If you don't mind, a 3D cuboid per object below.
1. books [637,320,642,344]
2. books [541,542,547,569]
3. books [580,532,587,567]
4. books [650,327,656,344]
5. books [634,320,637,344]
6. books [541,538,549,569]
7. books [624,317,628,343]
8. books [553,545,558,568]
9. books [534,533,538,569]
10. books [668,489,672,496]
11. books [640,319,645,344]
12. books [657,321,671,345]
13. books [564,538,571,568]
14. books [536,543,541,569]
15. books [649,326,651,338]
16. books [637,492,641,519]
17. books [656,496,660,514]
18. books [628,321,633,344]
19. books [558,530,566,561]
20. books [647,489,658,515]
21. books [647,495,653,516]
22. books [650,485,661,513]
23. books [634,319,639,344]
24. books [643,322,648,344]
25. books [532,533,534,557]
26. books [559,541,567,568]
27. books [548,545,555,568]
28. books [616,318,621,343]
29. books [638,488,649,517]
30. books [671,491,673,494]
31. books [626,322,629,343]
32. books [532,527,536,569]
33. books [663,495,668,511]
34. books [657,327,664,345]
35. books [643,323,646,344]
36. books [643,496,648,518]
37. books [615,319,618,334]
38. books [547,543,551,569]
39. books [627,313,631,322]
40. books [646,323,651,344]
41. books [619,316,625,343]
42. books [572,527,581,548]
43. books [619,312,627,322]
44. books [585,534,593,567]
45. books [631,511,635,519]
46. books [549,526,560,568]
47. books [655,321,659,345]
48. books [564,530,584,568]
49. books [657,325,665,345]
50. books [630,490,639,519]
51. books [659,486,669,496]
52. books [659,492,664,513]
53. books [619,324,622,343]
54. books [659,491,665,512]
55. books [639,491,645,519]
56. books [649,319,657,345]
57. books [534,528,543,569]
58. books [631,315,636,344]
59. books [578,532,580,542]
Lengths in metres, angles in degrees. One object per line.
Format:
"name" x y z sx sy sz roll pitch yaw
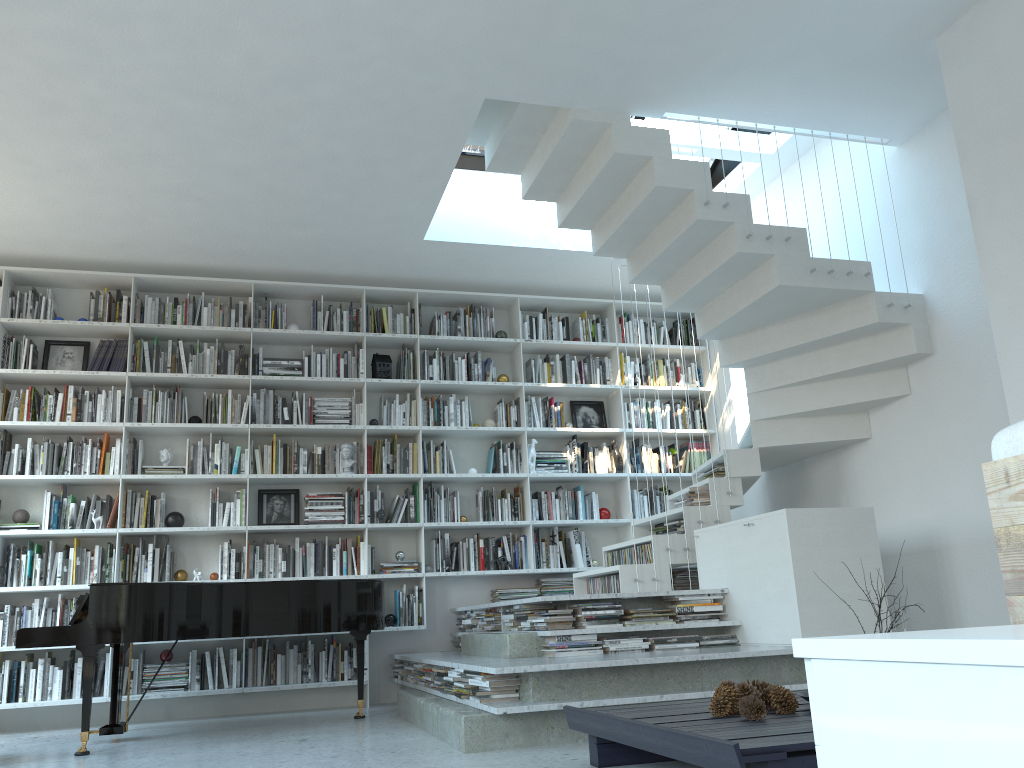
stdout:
"books" 1.080 -0.407 7.723 0.022 0.258 0.163 1 -15 -16
"books" 0.232 1.363 6.997 0.023 0.213 0.164 1 -15 -16
"books" 0.549 1.332 7.085 0.025 0.286 0.160 1 -15 -16
"books" 1.206 -0.378 7.756 0.026 0.207 0.163 1 -15 -16
"books" 1.036 -0.407 7.714 0.014 0.259 0.168 1 -15 -16
"books" 0.252 1.346 6.996 0.015 0.243 0.157 1 -15 -16
"books" 0.951 -0.419 7.670 0.012 0.268 0.185 1 -15 -16
"books" 0.324 1.378 7.014 0.024 0.184 0.149 1 -15 -16
"books" 0.168 1.326 6.989 0.015 0.286 0.138 1 -15 -16
"books" 1.303 1.020 7.411 0.012 0.253 0.161 1 -15 -16
"books" 1.105 -0.408 7.731 0.029 0.263 0.179 1 -15 -16
"books" 1.340 -0.405 7.813 0.069 0.276 0.132 1 -15 -16
"books" 0.422 1.354 7.050 0.031 0.239 0.172 1 -15 -16
"books" 0.190 1.365 6.997 0.033 0.213 0.140 1 -15 -16
"books" 1.183 -0.383 7.766 0.014 0.225 0.133 1 -15 -16
"books" 1.018 1.018 7.314 0.037 0.235 0.153 1 -15 -16
"books" 1.182 1.042 7.367 0.027 0.200 0.164 1 -15 -16
"books" 0.999 -0.403 7.691 0.023 0.243 0.183 1 -15 -16
"books" 0.396 1.327 7.069 0.010 0.303 0.132 1 -15 -16
"books" 1.149 1.010 7.335 0.027 0.248 0.184 1 -15 -16
"books" 1.118 1.036 7.347 0.025 0.207 0.149 1 -15 -16
"books" 1.200 0.996 7.384 0.013 0.296 0.141 1 -15 -16
"books" 1.055 -0.414 7.723 0.027 0.275 0.148 1 -15 -16
"books" 1.140 -0.398 7.748 0.027 0.249 0.155 1 -15 -16
"books" 0.141 1.326 6.983 0.012 0.285 0.158 1 -15 -16
"books" 0.374 1.363 7.029 0.052 0.216 0.185 1 -15 -16
"books" 0.296 1.378 7.014 0.030 0.187 0.140 1 -15 -16
"books" 0.893 -0.419 7.671 0.022 0.274 0.160 1 -15 -16
"books" 1.091 1.009 7.354 0.024 0.266 0.133 1 -15 -16
"books" 1.317 1.026 7.409 0.013 0.239 0.166 1 -15 -16
"books" 0.968 -0.399 7.673 0.022 0.228 0.175 1 -15 -16
"books" 0.154 1.301 6.988 0.014 0.336 0.132 1 -15 -16
"books" 1.262 1.037 7.373 0.021 0.205 0.175 1 -15 -16
"books" 1.280 -0.378 7.777 0.057 0.211 0.163 1 -15 -16
"books" 1.125 -0.395 7.732 0.011 0.236 0.148 1 -15 -16
"books" 1.072 1.035 7.321 0.029 0.201 0.173 1 -15 -16
"books" 0.871 -0.442 7.656 0.011 0.312 0.173 1 -15 -16
"books" 0.269 1.366 7.008 0.025 0.209 0.137 1 -15 -16
"books" 1.009 -0.438 7.722 0.012 0.325 0.152 1 -15 -16
"books" 1.168 -0.394 7.746 0.025 0.236 0.144 1 -15 -16
"books" 0.935 -0.425 7.681 0.013 0.285 0.151 1 -15 -16
"books" 0.524 1.319 7.105 0.012 0.325 0.136 1 -15 -16
"books" 0.976 -0.442 7.711 0.014 0.330 0.143 1 -15 -16
"books" 0.588 1.342 7.105 0.062 0.273 0.148 1 -15 -16
"books" 0.933 0.999 7.302 0.085 0.277 0.160 1 -15 -16
"books" 0.340 1.306 7.035 0.014 0.332 0.169 1 -15 -16
"books" 1.243 -0.403 7.777 0.015 0.262 0.143 1 -15 -16
"books" 0.483 1.319 7.032 0.075 0.290 0.255 1 -15 -16
"books" 1.308 -0.385 7.802 0.010 0.235 0.132 1 -15 -16
"books" 0.990 1.007 7.301 0.024 0.251 0.176 1 -15 -16
"books" 1.273 1.001 7.395 0.011 0.284 0.161 1 -15 -16
"books" 1.216 1.027 7.374 0.014 0.230 0.173 1 -15 -16
"books" 0.914 -0.391 7.681 0.025 0.222 0.137 1 -15 -16
"books" 1.231 1.026 7.396 0.027 0.241 0.132 1 -15 -16
"books" 1.046 1.016 7.324 0.022 0.241 0.151 1 -15 -16
"books" 1.229 -0.412 7.780 0.012 0.284 0.160 1 -15 -16
"books" 0.209 1.311 7.016 0.013 0.326 0.131 1 -15 -16
"books" 1.025 -0.432 7.708 0.012 0.305 0.185 1 -15 -16
"books" 0.515 1.337 7.092 0.012 0.284 0.160 1 -15 -16
